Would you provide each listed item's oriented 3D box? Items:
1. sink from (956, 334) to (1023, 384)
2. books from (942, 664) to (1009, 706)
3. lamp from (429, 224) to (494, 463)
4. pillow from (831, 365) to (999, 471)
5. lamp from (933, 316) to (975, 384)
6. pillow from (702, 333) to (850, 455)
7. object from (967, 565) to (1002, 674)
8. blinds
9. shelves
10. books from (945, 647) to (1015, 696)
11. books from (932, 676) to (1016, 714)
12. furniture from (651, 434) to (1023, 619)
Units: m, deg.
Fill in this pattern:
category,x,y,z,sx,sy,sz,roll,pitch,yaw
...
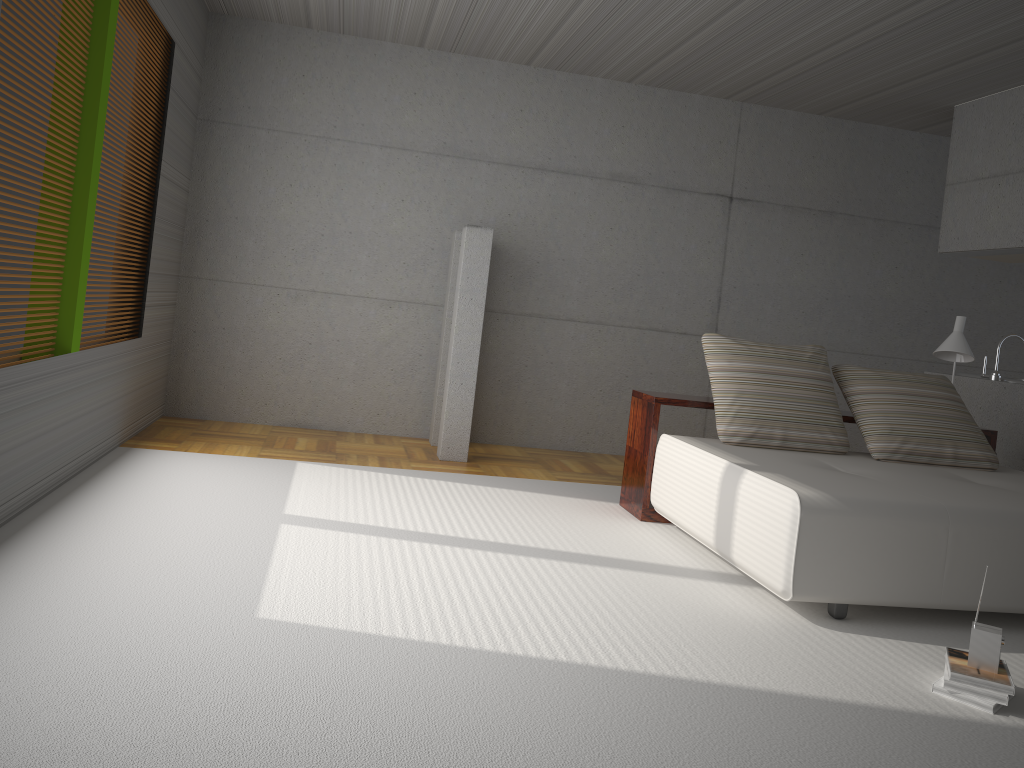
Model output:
category,x,y,z,sx,sy,sz,roll,pitch,yaw
sink,3.888,-0.045,6.204,0.765,0.539,1.710,6,4,-11
books,1.565,0.999,2.985,0.190,0.032,0.264,9,5,28
lamp,-0.396,-0.328,6.687,0.200,1.691,0.800,7,1,-11
pillow,2.356,0.191,5.192,0.805,0.517,0.580,6,3,-10
lamp,2.851,-0.093,5.672,0.322,0.699,0.245,6,1,-30
pillow,1.517,0.054,5.080,0.799,0.609,0.492,6,2,-12
object,1.586,0.772,2.943,0.090,0.366,0.185,7,1,29
blinds,-2.101,-1.065,4.259,0.012,2.042,3.546,7,3,-11
shelves,1.836,0.518,5.460,2.246,0.715,0.401,6,1,-11
books,1.576,0.967,2.988,0.190,0.032,0.264,8,5,23
books,1.562,1.030,2.985,0.190,0.032,0.264,11,6,43
furniture,1.998,0.714,4.481,2.165,0.521,1.619,6,4,-11
